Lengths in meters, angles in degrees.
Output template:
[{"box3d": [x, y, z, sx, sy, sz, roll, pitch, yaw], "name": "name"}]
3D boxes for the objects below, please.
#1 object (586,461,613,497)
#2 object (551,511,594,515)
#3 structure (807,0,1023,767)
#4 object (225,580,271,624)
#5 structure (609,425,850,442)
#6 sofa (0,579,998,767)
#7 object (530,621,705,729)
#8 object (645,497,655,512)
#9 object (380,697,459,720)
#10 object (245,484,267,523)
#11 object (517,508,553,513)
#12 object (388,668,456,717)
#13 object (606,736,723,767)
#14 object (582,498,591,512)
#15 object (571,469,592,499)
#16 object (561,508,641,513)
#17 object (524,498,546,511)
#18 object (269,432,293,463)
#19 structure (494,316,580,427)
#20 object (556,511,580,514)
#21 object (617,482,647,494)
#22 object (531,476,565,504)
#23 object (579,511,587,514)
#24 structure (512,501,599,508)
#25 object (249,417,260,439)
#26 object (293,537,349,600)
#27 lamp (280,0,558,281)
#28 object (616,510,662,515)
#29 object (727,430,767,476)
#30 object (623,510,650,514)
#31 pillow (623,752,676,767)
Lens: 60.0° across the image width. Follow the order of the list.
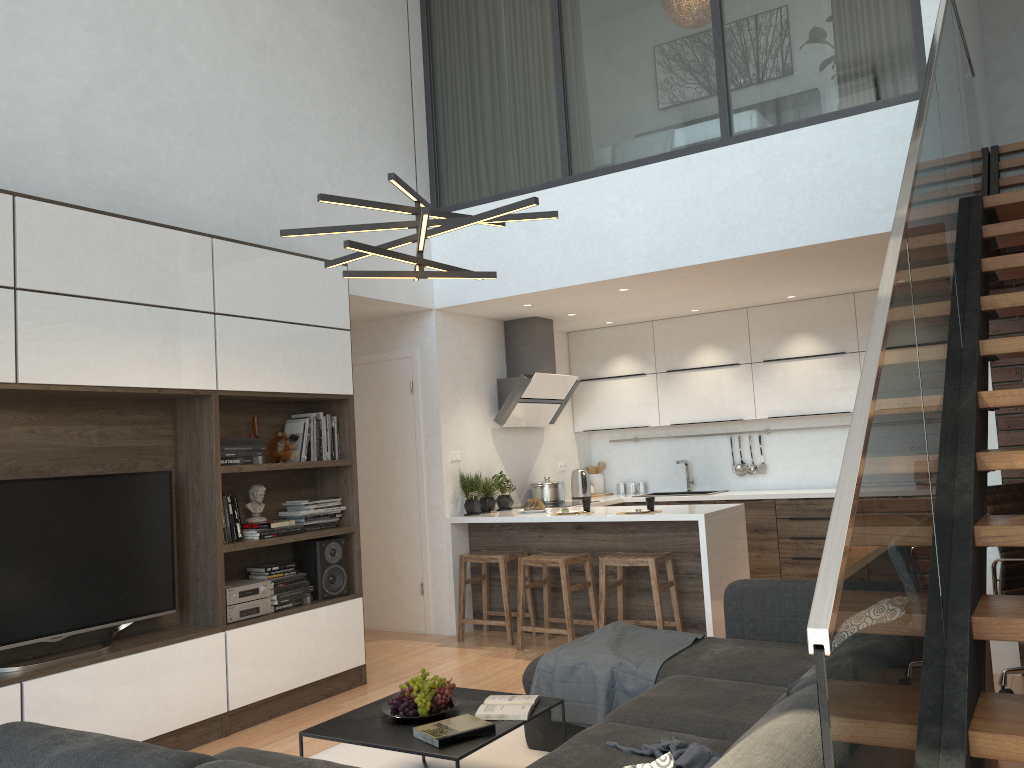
[{"box3d": [0.773, 0.890, 8.334, 0.221, 0.316, 0.330, -6, -5, 32], "name": "object"}, {"box3d": [0.422, 0.901, 6.178, 0.305, 0.002, 0.305, -3, -4, 1], "name": "object"}, {"box3d": [2.341, -0.100, 3.165, 1.289, 3.460, 5.660, -6, -5, 32], "name": "structure"}, {"box3d": [-1.444, 1.125, 4.595, 0.270, 0.174, 0.285, -6, -5, 32], "name": "object"}, {"box3d": [2.200, 0.408, 7.647, 3.000, 0.045, 0.050, -6, -5, 32], "name": "structure"}, {"box3d": [0.217, 1.007, 2.804, 2.108, 0.995, 3.169, -6, -5, 32], "name": "sofa"}, {"box3d": [0.485, 1.274, 3.825, 0.548, 0.369, 0.685, -7, -6, 40], "name": "object"}, {"box3d": [0.923, 0.802, 5.910, 0.066, 0.093, 0.066, -4, -4, 5], "name": "object"}, {"box3d": [-0.345, 1.219, 3.326, 0.295, 0.026, 0.295, -6, -5, 26], "name": "object"}, {"box3d": [-1.416, 0.657, 4.896, 0.117, 0.207, 0.116, -2, -5, -17], "name": "object"}, {"box3d": [0.169, 0.934, 6.542, 0.261, 0.021, 0.261, -6, -5, 26], "name": "object"}, {"box3d": [-0.352, 1.150, 3.340, 0.256, 0.173, 0.279, -6, -5, 29], "name": "object"}, {"box3d": [0.431, 1.027, 2.208, 0.411, 0.118, 0.905, -4, -5, 8], "name": "object"}, {"box3d": [0.521, 0.849, 6.197, 0.066, 0.093, 0.066, -2, -5, -22], "name": "object"}, {"box3d": [0.608, 0.893, 7.936, 0.179, 0.270, 0.220, -5, -5, 19], "name": "object"}, {"box3d": [0.597, 0.853, 5.993, 0.597, 0.039, 0.064, -6, -5, 28], "name": "object"}, {"box3d": [0.164, 0.897, 6.560, 0.155, 0.101, 0.161, -6, -5, 28], "name": "object"}, {"box3d": [-1.294, 0.356, 4.962, 0.130, 0.171, 0.130, -2, -5, -19], "name": "object"}, {"box3d": [0.204, -0.149, 7.427, 0.407, 0.998, 0.898, -6, -5, 32], "name": "structure"}, {"box3d": [0.391, 0.893, 6.154, 0.176, 0.014, 0.176, -5, -5, 22], "name": "object"}, {"box3d": [1.110, 0.971, 8.262, 0.297, 0.105, 0.112, -6, -5, 33], "name": "object"}, {"box3d": [0.301, 0.892, 7.478, 0.315, 0.223, 0.288, -2, -5, -17], "name": "object"}, {"box3d": [0.475, 0.884, 6.082, 0.025, 0.011, 0.126, -7, -5, 36], "name": "object"}, {"box3d": [0.344, 0.990, 7.287, 0.550, 0.006, 0.609, -6, -5, 32], "name": "structure"}, {"box3d": [-1.430, 0.313, 4.915, 0.082, 0.265, 0.081, 0, -6, -36], "name": "object"}, {"box3d": [-1.106, 1.069, 5.167, 0.244, 0.331, 0.214, -7, -6, 42], "name": "object"}, {"box3d": [-0.458, -2.224, 3.574, 1.200, 3.645, 0.831, -7, -6, 42], "name": "lamp"}, {"box3d": [0.844, 0.852, 5.879, 0.304, 0.002, 0.304, -1, -5, -26], "name": "object"}, {"box3d": [2.046, 0.606, 7.726, 0.320, 0.389, 0.069, -6, -5, 33], "name": "object"}, {"box3d": [0.823, 0.842, 5.842, 0.176, 0.014, 0.176, -7, -6, 36], "name": "object"}, {"box3d": [0.780, 0.897, 2.581, 0.386, 0.364, 2.734, -7, -5, 36], "name": "pillow"}]
